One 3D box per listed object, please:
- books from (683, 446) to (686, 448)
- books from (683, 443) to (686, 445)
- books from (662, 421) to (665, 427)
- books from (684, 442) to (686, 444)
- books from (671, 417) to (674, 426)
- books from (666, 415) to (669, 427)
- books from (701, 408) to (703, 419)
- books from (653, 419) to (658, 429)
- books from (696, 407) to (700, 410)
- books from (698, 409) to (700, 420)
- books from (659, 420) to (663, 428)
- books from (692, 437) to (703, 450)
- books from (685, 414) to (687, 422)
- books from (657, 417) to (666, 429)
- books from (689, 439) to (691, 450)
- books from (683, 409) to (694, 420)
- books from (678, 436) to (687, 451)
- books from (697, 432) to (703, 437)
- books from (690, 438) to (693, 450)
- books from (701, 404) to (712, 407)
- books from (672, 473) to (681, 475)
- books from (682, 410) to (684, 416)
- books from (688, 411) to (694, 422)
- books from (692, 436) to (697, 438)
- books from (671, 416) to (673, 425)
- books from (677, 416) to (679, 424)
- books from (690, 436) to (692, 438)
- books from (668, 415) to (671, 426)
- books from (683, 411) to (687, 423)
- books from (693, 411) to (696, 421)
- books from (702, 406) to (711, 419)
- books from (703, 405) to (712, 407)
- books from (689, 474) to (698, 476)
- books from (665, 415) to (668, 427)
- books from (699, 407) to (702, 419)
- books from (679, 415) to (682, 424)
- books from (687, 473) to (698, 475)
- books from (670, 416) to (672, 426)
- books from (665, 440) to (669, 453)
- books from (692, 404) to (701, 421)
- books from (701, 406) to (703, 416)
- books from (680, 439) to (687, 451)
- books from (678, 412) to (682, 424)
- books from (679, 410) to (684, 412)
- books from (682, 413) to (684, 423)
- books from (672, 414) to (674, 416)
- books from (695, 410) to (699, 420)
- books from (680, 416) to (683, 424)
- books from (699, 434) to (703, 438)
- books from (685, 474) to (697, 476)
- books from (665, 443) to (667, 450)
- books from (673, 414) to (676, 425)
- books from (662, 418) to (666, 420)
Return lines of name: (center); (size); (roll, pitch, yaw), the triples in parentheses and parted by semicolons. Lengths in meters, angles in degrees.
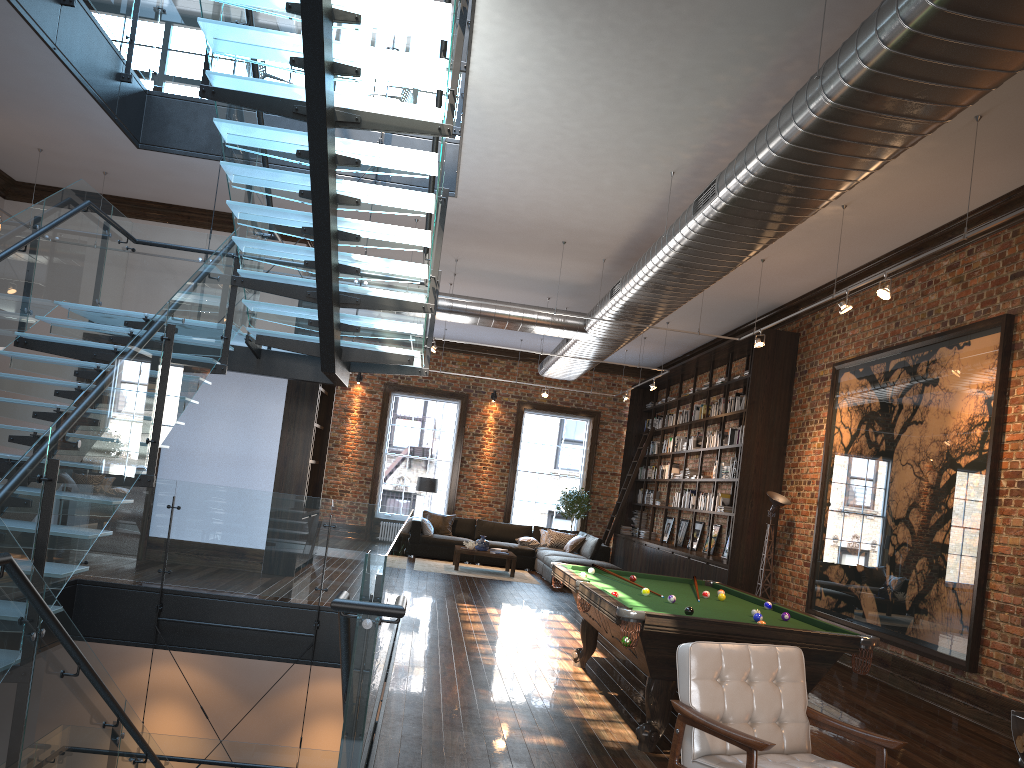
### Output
books: (3.202, 1.142, 16.008); (0.159, 0.024, 0.336); (7, -7, 0)
books: (3.215, 1.094, 16.010); (0.159, 0.024, 0.334); (7, -7, -3)
books: (3.104, 0.847, 17.909); (0.136, 0.201, 0.086); (7, -3, -5)
books: (3.223, 1.071, 16.012); (0.159, 0.024, 0.332); (8, -7, -5)
books: (3.156, 0.740, 17.013); (0.178, 0.207, 0.034); (8, -2, -5)
books: (3.134, 0.754, 17.432); (0.183, 0.273, 0.013); (7, -2, -5)
books: (3.331, 0.526, 15.169); (0.171, 0.233, 0.017); (7, -2, -5)
books: (3.026, 0.852, 18.265); (0.235, 0.251, 0.028); (8, -2, -5)
books: (3.299, 0.546, 15.519); (0.180, 0.269, 0.011); (7, -2, -5)
books: (3.325, 0.548, 15.399); (0.161, 0.243, 0.032); (7, -2, -5)
books: (3.074, 0.843, 17.974); (0.173, 0.213, 0.025); (8, -2, -5)
books: (3.246, 1.042, 15.308); (0.272, 0.240, 0.083); (8, -3, -5)
books: (3.245, 0.658, 16.189); (0.166, 0.194, 0.030); (8, -2, -5)
books: (3.063, 0.818, 18.054); (0.190, 0.279, 0.017); (7, -2, -5)
books: (3.228, 1.096, 15.701); (0.190, 0.216, 0.031); (8, -2, -5)
books: (3.236, 0.623, 16.300); (0.176, 0.287, 0.030); (7, -2, -5)
books: (3.170, 1.126, 16.367); (0.175, 0.301, 0.067); (7, -2, -5)
books: (3.271, 1.002, 15.372); (0.156, 0.333, 0.014); (7, -2, -5)
books: (3.234, 1.077, 15.565); (0.191, 0.222, 0.027); (8, -2, -5)
books: (3.337, 0.506, 15.272); (0.181, 0.297, 0.009); (7, -2, -5)
books: (3.066, 1.679, 16.528); (0.198, 0.017, 0.356); (8, -7, -5)
books: (3.226, 0.643, 16.466); (0.160, 0.284, 0.014); (7, -2, -5)
books: (3.262, 0.619, 16.072); (0.143, 0.249, 0.078); (7, -2, -5)
books: (3.243, 1.058, 15.593); (0.185, 0.268, 0.027); (7, -2, -5)
books: (3.163, 0.743, 17.085); (0.181, 0.219, 0.027); (8, -2, -5)
books: (3.201, 0.712, 16.666); (0.181, 0.189, 0.036); (8, -2, -5)
books: (3.213, 1.067, 15.760); (0.190, 0.283, 0.013); (7, -2, -5)
books: (3.148, 0.751, 17.310); (0.178, 0.253, 0.036); (7, -2, -5)
books: (3.238, 0.634, 16.246); (0.185, 0.252, 0.030); (7, -2, -5)
books: (3.294, 0.591, 15.650); (0.173, 0.210, 0.057); (8, -2, -5)
books: (3.340, 0.511, 15.122); (0.191, 0.254, 0.062); (7, -2, -5)
books: (3.347, 0.512, 15.231); (0.150, 0.278, 0.008); (7, -2, -5)
books: (3.166, 1.582, 15.399); (0.292, 0.008, 0.159); (7, -7, -2)
books: (3.126, 0.762, 17.527); (0.188, 0.279, 0.028); (7, -2, -5)
books: (3.317, 0.530, 15.243); (0.191, 0.238, 0.008); (8, -2, -5)
books: (3.200, 0.687, 16.497); (0.187, 0.199, 0.030); (8, -2, -5)
books: (3.168, 1.571, 15.395); (0.236, 0.014, 0.166); (8, -7, -5)
books: (3.152, 0.747, 17.203); (0.156, 0.237, 0.034); (7, -2, -5)
books: (3.090, 1.237, 17.295); (0.174, 0.285, 0.091); (7, -2, -5)
books: (3.295, 0.534, 15.665); (0.186, 0.327, 0.069); (7, -2, -5)
books: (3.334, 0.521, 15.237); (0.166, 0.259, 0.007); (7, -2, -5)
books: (3.172, 1.132, 16.195); (0.192, 0.248, 0.024); (8, -2, -5)
books: (3.207, 0.662, 16.561); (0.192, 0.265, 0.016); (7, -2, -5)
books: (3.214, 0.654, 16.694); (0.166, 0.314, 0.016); (7, -2, -5)
books: (3.225, 0.659, 16.344); (0.172, 0.224, 0.030); (8, -2, -5)
books: (3.169, 0.728, 17.229); (0.159, 0.284, 0.014); (7, -2, -5)
books: (3.291, 0.575, 15.485); (0.193, 0.201, 0.027); (8, -2, -5)
books: (3.216, 0.689, 16.439); (0.177, 0.184, 0.035); (8, -2, -5)
books: (3.287, 1.021, 15.360); (0.133, 0.298, 0.012); (7, -2, -5)
books: (3.166, 1.587, 15.385); (0.294, 0.007, 0.133); (7, -7, -2)
books: (3.097, 1.247, 17.375); (0.174, 0.285, 0.091); (7, -2, -5)
books: (3.178, 0.709, 16.977); (0.160, 0.263, 0.011); (7, -2, -5)
books: (3.090, 0.829, 18.010); (0.129, 0.252, 0.015); (7, -2, -5)
